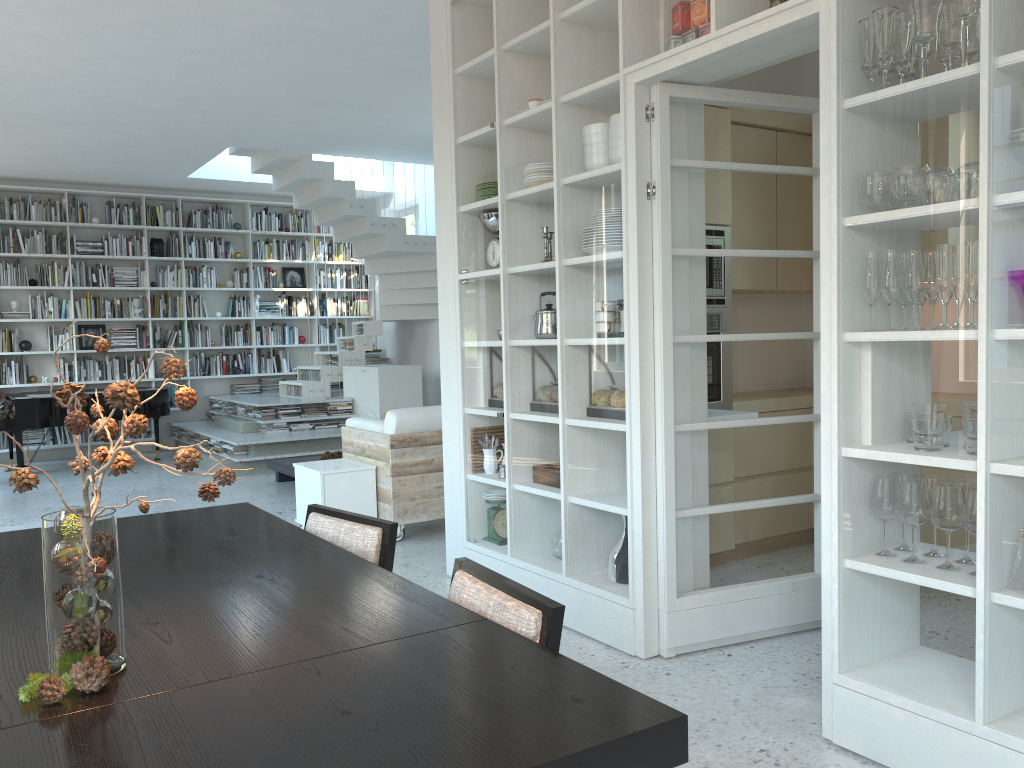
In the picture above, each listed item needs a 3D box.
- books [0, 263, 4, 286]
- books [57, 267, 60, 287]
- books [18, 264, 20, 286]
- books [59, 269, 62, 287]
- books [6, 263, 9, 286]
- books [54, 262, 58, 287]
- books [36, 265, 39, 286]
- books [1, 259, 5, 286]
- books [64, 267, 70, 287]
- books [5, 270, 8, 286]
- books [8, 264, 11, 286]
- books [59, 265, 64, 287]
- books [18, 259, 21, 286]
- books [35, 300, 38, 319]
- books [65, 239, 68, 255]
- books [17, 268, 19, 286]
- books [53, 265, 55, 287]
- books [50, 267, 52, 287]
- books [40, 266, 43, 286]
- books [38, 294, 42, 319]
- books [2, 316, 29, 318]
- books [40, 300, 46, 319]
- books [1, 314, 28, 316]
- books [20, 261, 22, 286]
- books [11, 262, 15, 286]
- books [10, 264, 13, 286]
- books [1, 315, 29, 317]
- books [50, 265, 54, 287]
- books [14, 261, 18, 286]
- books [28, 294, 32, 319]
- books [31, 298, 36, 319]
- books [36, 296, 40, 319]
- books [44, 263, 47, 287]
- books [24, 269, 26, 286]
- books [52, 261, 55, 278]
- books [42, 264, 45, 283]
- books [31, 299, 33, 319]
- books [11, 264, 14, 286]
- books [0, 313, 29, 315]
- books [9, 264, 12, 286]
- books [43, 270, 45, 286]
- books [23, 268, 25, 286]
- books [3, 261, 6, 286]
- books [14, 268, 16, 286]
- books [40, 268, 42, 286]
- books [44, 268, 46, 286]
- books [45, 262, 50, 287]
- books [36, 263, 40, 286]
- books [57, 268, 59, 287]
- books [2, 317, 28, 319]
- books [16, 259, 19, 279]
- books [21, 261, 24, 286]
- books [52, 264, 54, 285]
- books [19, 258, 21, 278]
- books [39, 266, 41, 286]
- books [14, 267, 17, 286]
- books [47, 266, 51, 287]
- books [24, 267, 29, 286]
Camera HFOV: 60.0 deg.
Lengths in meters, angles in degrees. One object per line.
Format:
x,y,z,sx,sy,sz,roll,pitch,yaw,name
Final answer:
-5.775,-1.225,10.026,0.024,0.262,0.177,-4,4,-33,books
-5.298,-1.238,10.346,0.011,0.230,0.165,-4,4,-33,books
-5.629,-1.234,10.123,0.010,0.262,0.158,-4,4,-33,books
-5.284,-1.232,10.355,0.024,0.216,0.142,-4,4,-33,books
-5.712,-1.228,10.047,0.009,0.263,0.189,-4,4,-33,books
-5.316,-1.264,10.320,0.022,0.285,0.190,-4,4,-33,books
-5.479,-1.241,10.234,0.005,0.254,0.161,-4,4,-33,books
-5.768,-1.254,10.044,0.011,0.317,0.154,-4,4,-33,books
-5.211,-1.245,10.364,0.064,0.237,0.208,-4,4,-33,books
-5.739,-1.190,10.060,0.029,0.187,0.149,-4,4,-33,books
-5.704,-1.223,10.054,0.012,0.252,0.184,-4,4,-33,books
-5.260,-1.254,10.359,0.022,0.257,0.155,-4,4,-33,books
-5.631,-1.262,10.136,0.005,0.316,0.157,-4,4,-33,books
-5.505,-0.857,10.245,0.024,0.227,0.137,-4,4,-33,books
-5.229,-1.592,10.397,0.019,0.194,0.098,-4,4,-33,books
-5.652,-1.211,10.133,0.012,0.217,0.133,-4,4,-33,books
-5.334,-1.248,10.310,0.006,0.253,0.180,-4,4,-33,books
-5.369,-1.239,10.311,0.011,0.236,0.130,-4,4,-33,books
-5.430,-1.233,10.232,0.005,0.236,0.178,-4,4,-33,books
-5.457,-0.888,10.243,0.012,0.286,0.167,-4,4,-33,books
-5.673,-0.763,10.121,0.254,0.012,0.161,-4,4,-37,books
-5.440,-0.859,10.275,0.048,0.225,0.149,-4,4,-33,books
-5.675,-0.787,10.121,0.254,0.012,0.161,-4,4,-36,books
-5.620,-1.257,10.138,0.005,0.306,0.162,-4,4,-33,books
-5.677,-1.239,10.087,0.011,0.279,0.169,-4,4,-33,books
-5.699,-1.227,10.086,0.011,0.256,0.152,-4,4,-33,books
-5.672,-0.775,10.119,0.254,0.012,0.161,-4,4,-38,books
-5.351,-1.248,10.307,0.017,0.253,0.139,-4,4,-33,books
-5.648,-1.247,10.103,0.011,0.292,0.176,-4,4,-33,books
-5.541,-0.882,10.193,0.012,0.285,0.159,-4,4,-33,books
-5.512,-0.865,10.206,0.030,0.247,0.174,-4,4,-33,books
-5.478,-0.878,10.244,0.022,0.267,0.151,-4,4,-33,books
-5.407,-1.255,10.270,0.005,0.275,0.157,-4,4,-33,books
-5.587,-1.211,10.167,0.004,0.209,0.132,-4,4,-33,books
-5.331,-1.274,10.314,0.006,0.304,0.165,-4,4,-33,books
-5.424,-1.251,10.272,0.009,0.267,0.149,-4,4,-33,books
-5.539,-0.857,10.211,0.010,0.232,0.154,-4,4,-33,books
-5.682,-1.230,10.077,0.009,0.261,0.180,-4,4,-33,books
-5.676,-0.799,10.123,0.285,0.012,0.159,-3,3,-31,books
-5.708,-1.230,10.080,0.010,0.262,0.169,-4,4,-33,books
-5.427,-1.217,10.261,0.011,0.200,0.162,-4,4,-33,books
-5.595,-1.215,10.164,0.012,0.218,0.151,-4,4,-33,books
-5.747,-1.237,10.032,0.010,0.284,0.183,-4,4,-33,books
-5.663,-1.205,10.089,0.011,0.209,0.181,-4,4,-33,books
-5.452,-1.223,10.249,0.013,0.216,0.149,-4,4,-33,books
-5.400,-1.225,10.251,0.006,0.216,0.181,-4,4,-33,books
-5.398,-1.263,10.289,0.033,0.288,0.155,-4,4,-33,books
-5.476,-1.252,10.244,0.012,0.276,0.129,-4,4,-33,books
-5.306,-1.251,10.336,0.010,0.257,0.140,-4,4,-33,books
-5.677,-0.751,10.129,0.254,0.012,0.161,-3,4,-33,books
-5.640,-1.263,10.123,0.004,0.321,0.153,-4,4,-33,books
-5.598,-1.248,10.128,0.011,0.287,0.188,-4,4,-33,books
-5.342,-1.254,10.312,0.004,0.265,0.141,-4,4,-33,books
-5.625,-1.269,10.136,0.005,0.331,0.161,-4,4,-33,books
-5.450,-1.235,10.229,0.005,0.240,0.173,-4,4,-33,books
-5.668,-1.215,10.116,0.011,0.226,0.129,-4,4,-33,books
-5.359,-1.241,10.274,0.013,0.244,0.188,-4,4,-33,books
-5.570,-1.223,10.169,0.031,0.232,0.147,-4,4,-33,books
